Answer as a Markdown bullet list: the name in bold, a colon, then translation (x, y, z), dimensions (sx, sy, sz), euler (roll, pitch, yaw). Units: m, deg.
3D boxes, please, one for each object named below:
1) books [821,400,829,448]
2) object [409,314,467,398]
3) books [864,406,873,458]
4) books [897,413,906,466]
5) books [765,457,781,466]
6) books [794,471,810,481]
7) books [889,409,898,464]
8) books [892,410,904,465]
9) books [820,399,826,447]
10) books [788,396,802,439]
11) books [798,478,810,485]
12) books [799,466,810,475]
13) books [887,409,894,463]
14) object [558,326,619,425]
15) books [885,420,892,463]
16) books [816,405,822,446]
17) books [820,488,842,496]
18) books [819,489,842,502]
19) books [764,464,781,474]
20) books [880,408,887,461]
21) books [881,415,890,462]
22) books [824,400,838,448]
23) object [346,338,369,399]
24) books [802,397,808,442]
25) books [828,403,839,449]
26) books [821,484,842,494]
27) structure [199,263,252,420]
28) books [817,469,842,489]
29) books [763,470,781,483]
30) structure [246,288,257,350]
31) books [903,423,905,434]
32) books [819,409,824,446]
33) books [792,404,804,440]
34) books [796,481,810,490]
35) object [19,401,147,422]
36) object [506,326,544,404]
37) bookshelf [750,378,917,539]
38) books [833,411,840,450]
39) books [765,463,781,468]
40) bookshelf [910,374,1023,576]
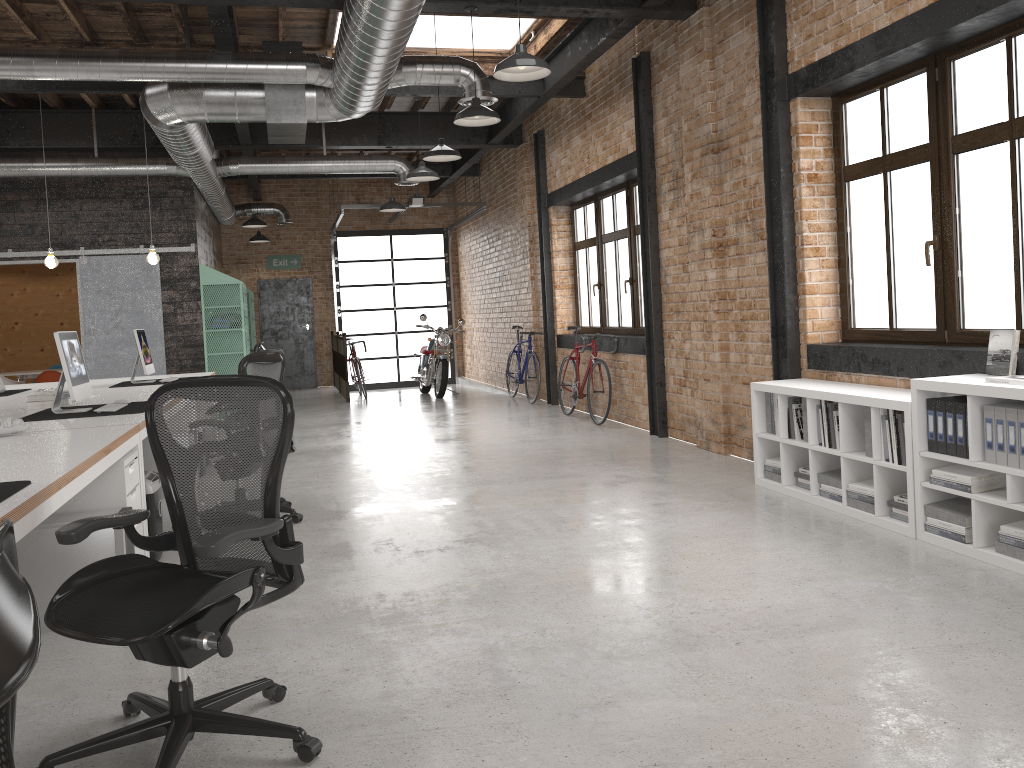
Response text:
- **books**: translation (1.961, 0.205, 5.214), dimensions (0.259, 0.352, 0.070), euler (-3, 2, -9)
- **object**: translation (-1.247, -0.476, 14.511), dimensions (0.814, 1.357, 2.178), euler (-4, 4, -26)
- **books**: translation (2.057, 0.231, 4.826), dimensions (0.259, 0.350, 0.065), euler (-3, 2, -9)
- **books**: translation (2.097, 0.287, 4.541), dimensions (0.222, 0.282, 0.061), euler (-3, 2, -9)
- **books**: translation (1.805, 0.497, 5.747), dimensions (0.214, 0.051, 0.252), euler (-4, 5, -14)
- **books**: translation (1.919, 0.560, 5.476), dimensions (0.222, 0.055, 0.282), euler (-4, 5, -14)
- **books**: translation (2.099, 0.246, 4.605), dimensions (0.259, 0.352, 0.070), euler (-3, 2, -9)
- **books**: translation (2.106, 0.247, 4.576), dimensions (0.272, 0.354, 0.063), euler (-3, 2, -9)
- **books**: translation (1.953, 0.202, 5.237), dimensions (0.258, 0.354, 0.049), euler (-3, 2, -9)
- **books**: translation (1.857, 0.216, 5.578), dimensions (0.222, 0.282, 0.061), euler (-3, 2, -9)
- **books**: translation (1.900, 0.591, 5.459), dimensions (0.164, 0.047, 0.239), euler (-4, 5, -14)
- **books**: translation (1.919, 0.530, 5.450), dimensions (0.199, 0.054, 0.240), euler (-4, 5, -14)
- **books**: translation (2.091, 0.244, 4.628), dimensions (0.258, 0.354, 0.049), euler (-3, 2, -9)
- **object**: translation (0.774, -0.123, 9.837), dimensions (0.402, 1.038, 1.740), euler (-4, 4, -20)
- **books**: translation (2.049, 0.303, 4.637), dimensions (0.162, 0.239, 0.054), euler (-3, 2, -9)
- **books**: translation (1.910, 0.247, 5.277), dimensions (0.182, 0.262, 0.057), euler (-3, 2, -9)
- **books**: translation (1.963, 0.611, 5.152), dimensions (0.219, 0.034, 0.260), euler (-4, 5, -14)
- **books**: translation (1.960, 0.637, 5.160), dimensions (0.207, 0.061, 0.275), euler (-4, 5, -14)
- **books**: translation (1.802, 0.541, 5.760), dimensions (0.207, 0.067, 0.276), euler (-4, 5, -14)
- **books**: translation (2.083, 0.262, 4.713), dimensions (0.259, 0.304, 0.040), euler (-4, 2, -9)
- **books**: translation (2.048, 0.289, 4.668), dimensions (0.182, 0.262, 0.057), euler (-3, 2, -9)
- **books**: translation (1.968, 0.206, 5.185), dimensions (0.272, 0.354, 0.063), euler (-3, 2, -9)
- **object**: translation (-2.652, -0.269, 15.080), dimensions (0.410, 1.031, 1.737), euler (-3, 4, -8)
- **books**: translation (1.919, 0.189, 5.435), dimensions (0.259, 0.350, 0.065), euler (-3, 2, -9)
- **books**: translation (1.958, 0.245, 5.151), dimensions (0.222, 0.282, 0.061), euler (-3, 2, -9)
- **books**: translation (1.963, 0.593, 5.147), dimensions (0.214, 0.046, 0.252), euler (-4, 5, -14)
- **structure**: translation (-3.926, -0.600, 12.270), dimensions (0.557, 2.097, 1.119), euler (-4, 2, -14)
- **books**: translation (1.960, 0.556, 5.165), dimensions (0.217, 0.078, 0.291), euler (-4, 5, -14)
- **books**: translation (1.809, 0.591, 5.770), dimensions (0.217, 0.072, 0.290), euler (-4, 5, -14)
- **structure**: translation (-4.690, -0.800, 15.245), dimensions (0.557, 2.097, 1.119), euler (-4, 2, -14)
- **books**: translation (2.102, 0.311, 4.507), dimensions (0.197, 0.239, 0.058), euler (-4, 2, -9)
- **books**: translation (1.910, 0.261, 5.246), dimensions (0.162, 0.239, 0.054), euler (-3, 2, -9)
- **books**: translation (1.863, 0.240, 5.543), dimensions (0.197, 0.239, 0.058), euler (-4, 2, -9)
- **books**: translation (1.906, 0.619, 5.475), dimensions (0.184, 0.049, 0.262), euler (-4, 5, -14)
- **object**: translation (-2.543, 0.161, 5.378), dimensions (0.688, 0.008, 0.850), euler (-4, 5, -14)
- **object**: translation (0.132, -0.291, 12.339), dimensions (0.402, 1.038, 1.740), euler (-4, 4, -20)
- **bookshelf**: translation (1.988, 0.367, 5.198), dimensions (0.400, 0.683, 1.546), euler (-4, 4, -14)
- **books**: translation (1.964, 0.269, 5.117), dimensions (0.197, 0.239, 0.058), euler (-4, 2, -9)
- **books**: translation (1.806, 0.515, 5.752), dimensions (0.219, 0.039, 0.261), euler (-4, 5, -14)
- **bookshelf**: translation (2.376, 0.410, 3.693), dimensions (0.400, 0.798, 1.546), euler (-4, 4, -14)
